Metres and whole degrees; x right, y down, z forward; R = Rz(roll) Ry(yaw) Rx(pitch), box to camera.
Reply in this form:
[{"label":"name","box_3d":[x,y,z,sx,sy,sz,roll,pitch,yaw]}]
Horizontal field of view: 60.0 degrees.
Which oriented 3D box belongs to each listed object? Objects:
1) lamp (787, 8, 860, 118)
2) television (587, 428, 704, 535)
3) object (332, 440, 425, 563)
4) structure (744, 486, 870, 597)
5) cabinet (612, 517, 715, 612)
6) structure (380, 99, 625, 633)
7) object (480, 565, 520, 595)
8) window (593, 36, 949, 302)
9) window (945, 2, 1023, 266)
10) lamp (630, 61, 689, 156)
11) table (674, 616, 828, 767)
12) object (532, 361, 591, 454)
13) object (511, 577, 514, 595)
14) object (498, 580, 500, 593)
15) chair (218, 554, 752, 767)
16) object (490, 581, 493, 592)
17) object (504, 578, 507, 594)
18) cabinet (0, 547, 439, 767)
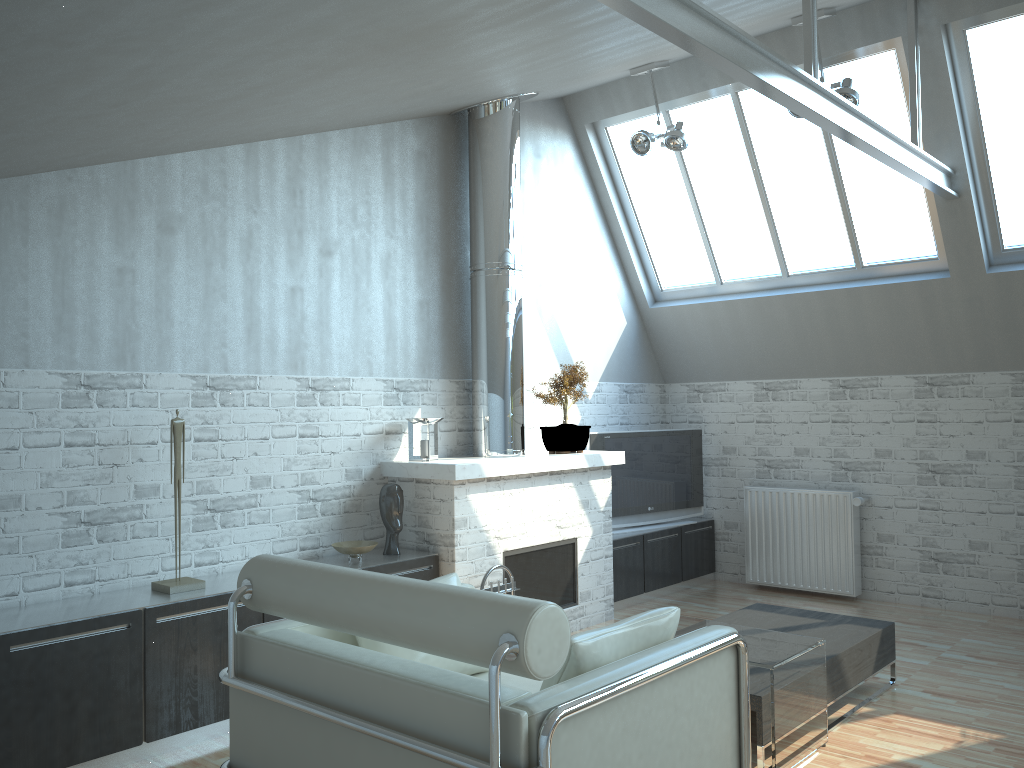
[{"label":"lamp","box_3d":[3.538,-3.729,10.255,0.619,1.172,0.808,1,-2,-44]},{"label":"television","box_3d":[2.062,1.483,13.905,2.577,1.514,0.592,0,-2,-39]},{"label":"object","box_3d":[0.298,1.846,8.549,4.859,2.558,1.528,-2,-2,40]},{"label":"structure","box_3d":[4.487,2.367,13.546,1.892,1.524,0.508,-2,-2,41]},{"label":"cabinet","box_3d":[1.974,2.749,13.843,0.908,1.016,3.234,-2,-2,41]},{"label":"structure","box_3d":[-0.044,-0.371,11.457,1.309,7.180,3.302,-2,-2,41]},{"label":"object","box_3d":[-0.160,2.612,10.037,0.412,1.124,0.584,-2,-2,41]},{"label":"window","box_3d":[3.619,-2.856,12.819,4.651,2.787,1.897,-2,-2,41]},{"label":"window","box_3d":[7.428,-3.015,9.461,4.651,2.787,1.897,-2,-2,41]},{"label":"lamp","box_3d":[1.881,-3.659,11.716,0.619,1.172,0.808,1,-2,-44]},{"label":"table","box_3d":[1.695,2.624,7.724,1.726,0.867,1.015,-2,-2,41]},{"label":"object","box_3d":[0.646,0.301,11.960,1.115,1.265,0.572,1,-2,-45]},{"label":"object","box_3d":[0.009,2.636,10.101,0.155,0.873,0.026,-2,-2,43]},{"label":"object","box_3d":[-0.087,2.661,9.904,0.145,0.932,0.065,-2,-2,23]},{"label":"chair","box_3d":[-0.165,2.036,5.347,2.507,2.001,2.201,-2,-2,41]},{"label":"object","box_3d":[-0.179,2.651,9.795,0.146,0.916,0.131,-2,-2,42]},{"label":"object","box_3d":[-0.066,2.625,10.015,0.025,0.855,0.025,0,-2,-26]},{"label":"cabinet","box_3d":[-2.662,2.536,8.575,0.914,1.270,4.572,-2,-2,41]}]
